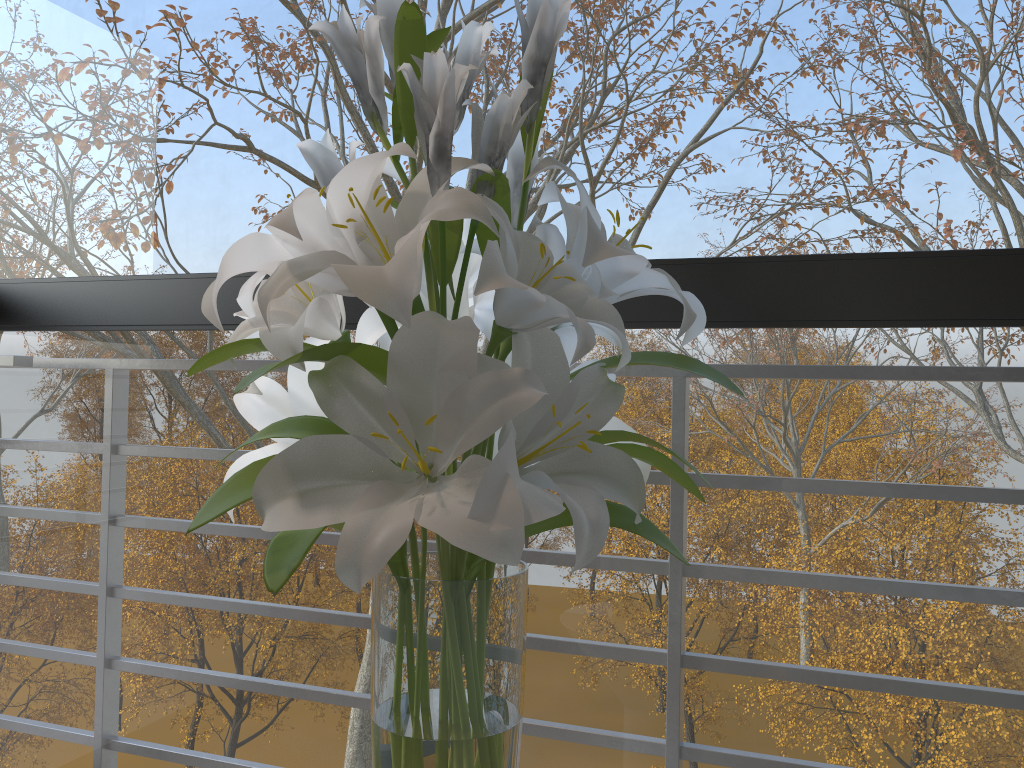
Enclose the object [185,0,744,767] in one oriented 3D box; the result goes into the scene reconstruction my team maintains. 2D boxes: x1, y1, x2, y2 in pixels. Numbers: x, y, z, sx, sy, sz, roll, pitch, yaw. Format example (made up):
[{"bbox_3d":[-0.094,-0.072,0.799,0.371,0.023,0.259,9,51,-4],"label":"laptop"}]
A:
[{"bbox_3d":[-0.066,0.027,0.809,0.459,0.796,0.450,2,-1,-43],"label":"object"}]
